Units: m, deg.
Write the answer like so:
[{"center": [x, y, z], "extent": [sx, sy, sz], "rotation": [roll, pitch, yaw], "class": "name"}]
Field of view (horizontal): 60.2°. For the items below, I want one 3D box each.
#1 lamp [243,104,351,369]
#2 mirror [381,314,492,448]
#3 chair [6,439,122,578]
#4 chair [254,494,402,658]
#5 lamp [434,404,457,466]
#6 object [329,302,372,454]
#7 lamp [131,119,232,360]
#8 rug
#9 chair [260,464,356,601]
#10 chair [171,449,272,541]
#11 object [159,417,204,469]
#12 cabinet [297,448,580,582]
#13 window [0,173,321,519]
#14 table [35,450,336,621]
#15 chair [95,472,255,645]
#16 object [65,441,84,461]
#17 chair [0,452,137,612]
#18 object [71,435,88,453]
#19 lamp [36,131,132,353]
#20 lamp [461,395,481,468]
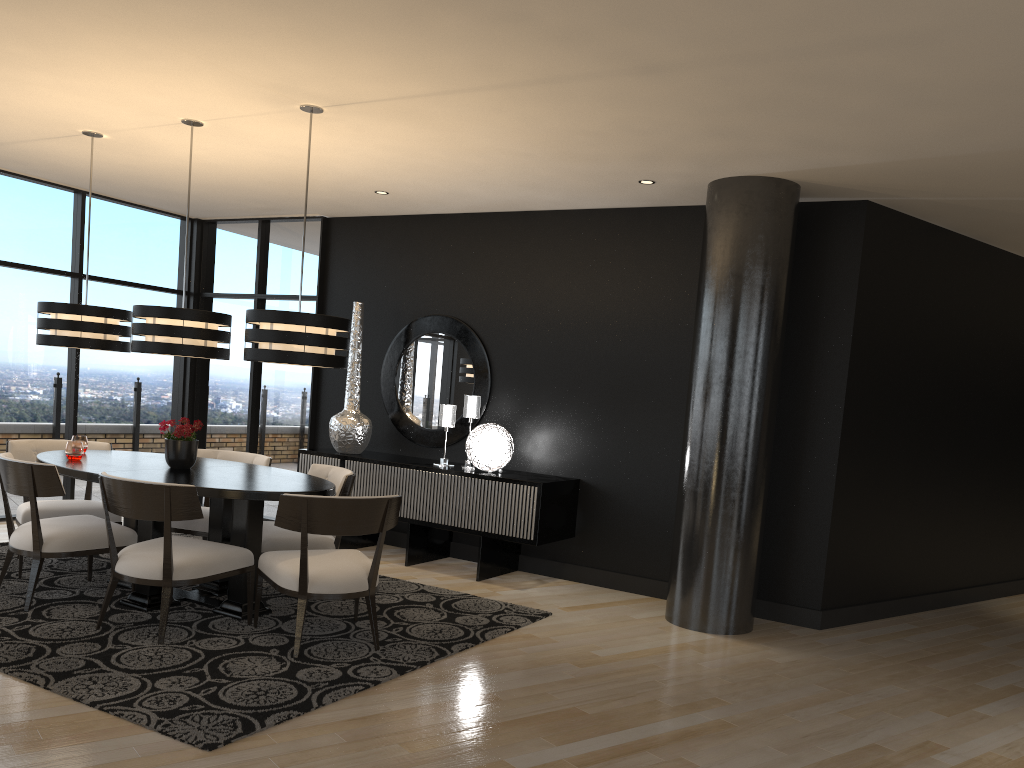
[{"center": [-1.087, -0.764, 4.610], "extent": [0.533, 1.337, 0.534], "rotation": [7, 5, 29], "class": "lamp"}, {"center": [-0.628, -0.021, 7.134], "extent": [1.071, 1.085, 0.025], "rotation": [6, 5, 29], "class": "mirror"}, {"center": [-2.878, 0.785, 5.681], "extent": [0.644, 0.811, 0.612], "rotation": [2, 4, -40], "class": "chair"}, {"center": [-0.950, 0.936, 4.529], "extent": [0.644, 0.811, 0.611], "rotation": [3, 4, -32], "class": "chair"}, {"center": [-0.502, 0.389, 6.734], "extent": [0.132, 0.468, 0.123], "rotation": [1, 6, -38], "class": "lamp"}, {"center": [-1.271, -0.046, 7.096], "extent": [0.341, 1.216, 0.343], "rotation": [8, 6, 38], "class": "object"}, {"center": [-1.862, -0.825, 5.053], "extent": [0.533, 1.337, 0.534], "rotation": [7, 5, 29], "class": "lamp"}, {"center": [-2.030, 1.252, 5.254], "extent": [3.705, 0.011, 2.718], "rotation": [4, 0, 29], "class": "rug"}, {"center": [-1.310, 0.912, 5.412], "extent": [0.617, 0.811, 0.638], "rotation": [3, 3, -32], "class": "chair"}, {"center": [-1.980, 0.860, 5.837], "extent": [0.641, 0.811, 0.614], "rotation": [5, 3, 15], "class": "chair"}, {"center": [-1.923, 0.342, 5.121], "extent": [0.236, 0.300, 0.228], "rotation": [7, 4, 32], "class": "object"}, {"center": [-0.643, 0.997, 6.854], "extent": [2.227, 0.771, 0.610], "rotation": [5, 3, 30], "class": "cabinet"}, {"center": [-0.191, -1.042, 0.047], "extent": [15.802, 4.812, 10.139], "rotation": [5, 0, 39], "class": "window"}, {"center": [-1.952, 0.876, 5.178], "extent": [2.096, 0.773, 1.209], "rotation": [5, 1, 31], "class": "table"}, {"center": [-1.759, 0.869, 4.533], "extent": [0.640, 0.811, 0.615], "rotation": [6, 3, 23], "class": "chair"}, {"center": [-2.529, 0.387, 5.103], "extent": [0.095, 0.107, 0.095], "rotation": [7, 3, 41], "class": "object"}, {"center": [-2.522, 0.809, 4.929], "extent": [0.639, 0.811, 0.616], "rotation": [7, 4, 40], "class": "chair"}, {"center": [-2.696, 0.376, 5.501], "extent": [0.095, 0.107, 0.095], "rotation": [4, 3, -4], "class": "object"}, {"center": [-2.637, -0.886, 5.496], "extent": [0.533, 1.337, 0.534], "rotation": [7, 5, 29], "class": "lamp"}, {"center": [-0.318, 0.361, 6.696], "extent": [0.125, 0.554, 0.131], "rotation": [4, 5, -8], "class": "lamp"}]
